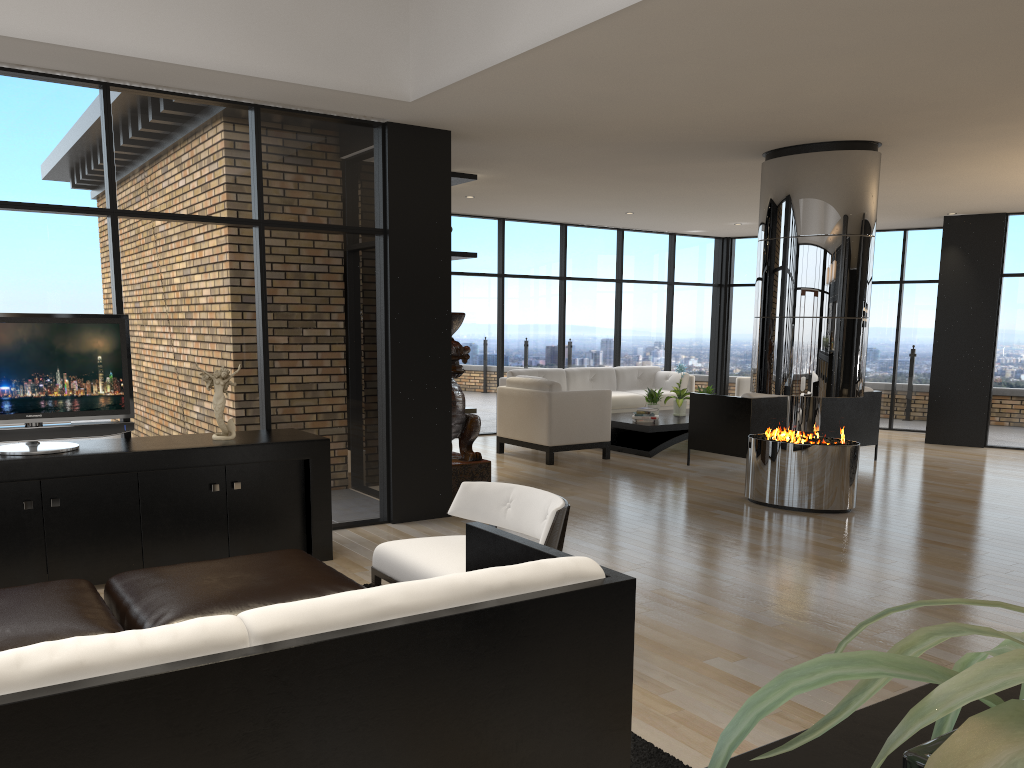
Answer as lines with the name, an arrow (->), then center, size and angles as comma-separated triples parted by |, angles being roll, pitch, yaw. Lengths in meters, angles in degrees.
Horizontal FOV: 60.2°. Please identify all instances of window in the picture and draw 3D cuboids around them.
window -> 0.825, -1.364, 5.556 | 10.069, 4.845, 15.801 | 5, 6, 43

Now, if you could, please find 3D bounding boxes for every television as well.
television -> -2.494, -0.008, 4.589 | 0.932, 0.721, 0.403 | -1, 8, -15

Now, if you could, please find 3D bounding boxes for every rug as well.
rug -> -1.334, 1.213, 2.987 | 3.024, 0.012, 2.461 | -2, 5, -33

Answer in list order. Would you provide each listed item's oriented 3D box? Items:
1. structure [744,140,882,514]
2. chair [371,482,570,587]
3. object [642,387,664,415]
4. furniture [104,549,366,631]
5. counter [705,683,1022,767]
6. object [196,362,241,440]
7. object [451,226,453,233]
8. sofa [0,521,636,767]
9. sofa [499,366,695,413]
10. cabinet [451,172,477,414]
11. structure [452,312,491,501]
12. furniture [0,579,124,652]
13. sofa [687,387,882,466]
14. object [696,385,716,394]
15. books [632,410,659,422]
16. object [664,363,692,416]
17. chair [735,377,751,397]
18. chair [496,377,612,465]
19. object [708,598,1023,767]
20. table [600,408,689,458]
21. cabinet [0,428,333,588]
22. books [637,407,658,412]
structure -> 2.319, -0.399, 6.896 | 0.886, 2.778, 0.582 | 9, 12, 43
chair -> -0.138, 0.827, 3.900 | 0.682, 0.683, 0.798 | -4, 7, -34
object -> 1.655, 0.209, 10.351 | 0.284, 0.375, 0.212 | 3, 8, 19
furniture -> -1.028, 0.952, 3.356 | 0.825, 0.489, 0.821 | -3, 6, -34
counter -> 0.394, 0.357, 0.160 | 3.105, 0.032, 1.170 | -2, 5, -33
object -> -1.675, 0.095, 5.094 | 0.256, 0.465, 0.104 | -5, 10, -32
object -> -0.675, -1.481, 8.191 | 0.244, 0.551, 0.242 | 2, 8, 11
sofa -> -0.748, 0.870, 2.196 | 2.025, 0.814, 0.831 | -3, 7, -33
sofa -> 1.179, 0.219, 11.740 | 2.686, 0.866, 0.847 | -2, 7, -33
cabinet -> -1.522, -0.567, 8.898 | 1.181, 2.776, 2.639 | -5, 8, -32
structure -> -0.576, 0.129, 7.331 | 0.515, 1.614, 0.724 | -5, 10, -33
furniture -> -1.737, 0.977, 2.888 | 0.825, 0.489, 0.821 | -3, 6, -34
sofa -> 2.861, 0.428, 9.240 | 2.025, 0.814, 0.831 | -3, 7, -33
object -> 2.366, 0.185, 10.805 | 0.283, 0.375, 0.213 | 5, 9, 34
books -> 1.498, 0.360, 9.893 | 0.307, 0.128, 0.221 | 1, 5, 5
object -> 2.028, 0.066, 10.537 | 0.355, 0.639, 0.365 | -2, 8, -14
chair -> 3.580, 0.248, 11.623 | 0.852, 0.867, 0.993 | -4, 8, -34
chair -> 0.455, 0.359, 9.566 | 0.852, 0.867, 0.993 | -4, 8, -34
object -> 0.244, 0.213, 0.404 | 0.406, 0.220, 0.393 | 0, 5, -9
table -> 1.958, 0.559, 10.580 | 2.025, 0.356, 1.254 | -2, 5, -34
cabinet -> -2.511, 0.719, 4.687 | 3.030, 0.750, 0.616 | -2, 7, -33
books -> 1.515, 0.284, 9.875 | 0.154, 0.027, 0.183 | -3, 5, -43
